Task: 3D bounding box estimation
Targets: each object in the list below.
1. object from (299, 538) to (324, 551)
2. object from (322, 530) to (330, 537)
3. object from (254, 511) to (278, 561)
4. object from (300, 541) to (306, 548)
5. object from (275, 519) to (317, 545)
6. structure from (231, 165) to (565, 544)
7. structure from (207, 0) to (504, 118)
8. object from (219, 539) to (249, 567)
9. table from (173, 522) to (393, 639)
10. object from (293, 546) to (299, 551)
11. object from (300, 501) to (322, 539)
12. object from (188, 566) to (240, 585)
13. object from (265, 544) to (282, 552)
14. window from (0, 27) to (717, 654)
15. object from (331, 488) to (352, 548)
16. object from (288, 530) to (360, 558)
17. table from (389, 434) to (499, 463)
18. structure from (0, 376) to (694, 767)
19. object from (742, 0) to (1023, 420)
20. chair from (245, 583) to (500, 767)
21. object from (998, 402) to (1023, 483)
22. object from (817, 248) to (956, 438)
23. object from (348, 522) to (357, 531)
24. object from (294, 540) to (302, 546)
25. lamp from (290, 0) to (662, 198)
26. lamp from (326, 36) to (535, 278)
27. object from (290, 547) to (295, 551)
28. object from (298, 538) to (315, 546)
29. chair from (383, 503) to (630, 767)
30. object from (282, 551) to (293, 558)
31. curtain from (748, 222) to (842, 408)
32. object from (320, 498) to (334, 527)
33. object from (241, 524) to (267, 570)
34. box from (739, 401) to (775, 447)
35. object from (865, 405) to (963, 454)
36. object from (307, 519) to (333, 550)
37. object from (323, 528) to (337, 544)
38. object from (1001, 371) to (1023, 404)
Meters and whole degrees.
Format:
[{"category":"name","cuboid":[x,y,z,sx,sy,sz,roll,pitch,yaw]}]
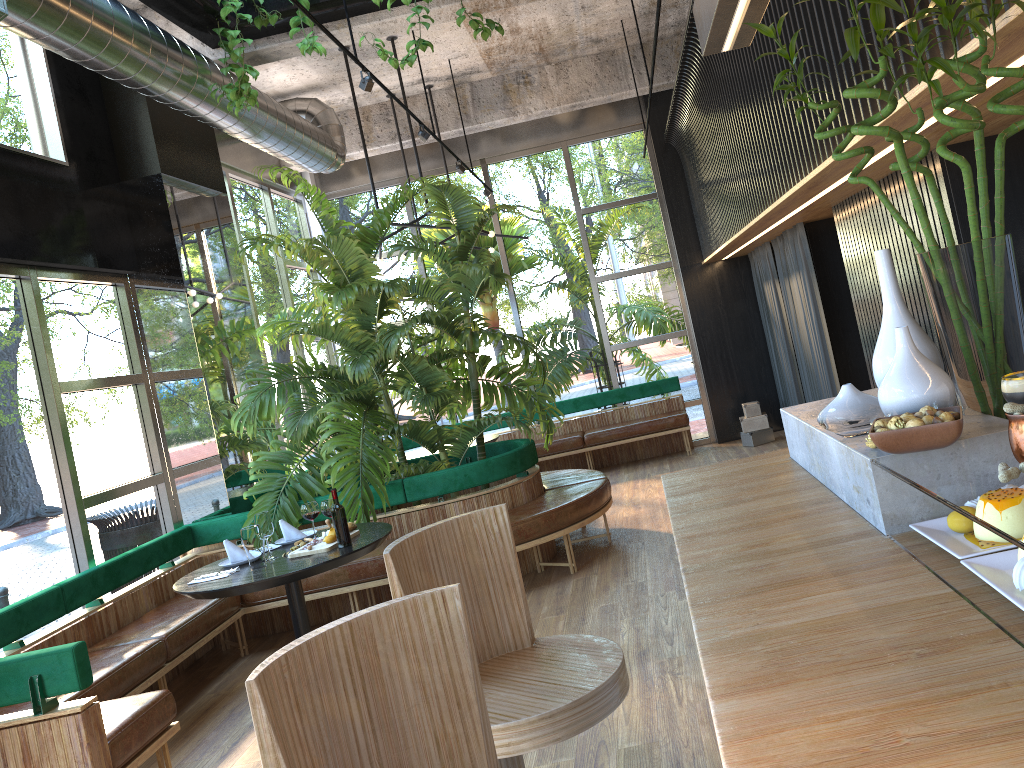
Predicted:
[{"category":"object","cuboid":[-1.040,0.834,4.657,0.100,0.013,0.225,-12,2,11]},{"category":"object","cuboid":[-0.956,0.799,4.755,0.191,0.038,0.064,-11,2,39]},{"category":"object","cuboid":[-1.274,0.788,4.598,0.095,0.245,0.090,-12,-1,-12]},{"category":"object","cuboid":[-1.117,0.857,4.740,0.032,0.032,0.037,-12,1,3]},{"category":"object","cuboid":[-1.230,0.821,5.023,0.238,0.139,0.228,-13,1,-11]},{"category":"structure","cuboid":[-0.908,-0.192,7.009,2.481,3.434,2.618,-12,0,-10]},{"category":"structure","cuboid":[-0.982,-2.597,5.576,2.066,1.515,1.484,-11,1,34]},{"category":"object","cuboid":[-1.440,0.879,4.705,0.238,0.139,0.228,-13,1,-11]},{"category":"table","cuboid":[-1.103,1.258,4.649,1.150,0.750,1.051,-13,1,-26]},{"category":"object","cuboid":[-1.130,0.864,4.649,0.032,0.031,0.041,-12,1,31]},{"category":"object","cuboid":[-1.110,0.762,4.937,0.104,0.201,0.101,-12,0,-6]},{"category":"object","cuboid":[-1.473,0.953,4.447,0.254,0.019,0.159,-12,2,4]},{"category":"object","cuboid":[-1.396,0.916,4.953,0.166,0.019,0.242,-14,3,-34]},{"category":"window","cuboid":[-1.700,-1.374,0.301,4.109,6.491,20.533,-12,2,8]},{"category":"object","cuboid":[-0.879,0.678,4.517,0.066,0.299,0.071,-12,-1,22]},{"category":"object","cuboid":[-0.981,0.837,4.658,0.233,0.019,0.362,-12,2,16]},{"category":"table","cuboid":[-0.587,0.987,8.595,1.133,0.750,1.068,-13,1,-15]},{"category":"structure","cuboid":[-0.096,0.812,0.224,5.987,1.548,20.281,-12,2,8]},{"category":"object","cuboid":[0.915,-0.553,1.962,0.637,1.548,0.617,-13,-1,44]},{"category":"chair","cuboid":[-0.067,0.897,1.502,0.568,0.968,0.527,-12,0,-20]},{"category":"object","cuboid":[0.788,0.081,1.364,0.162,0.106,0.085,-13,1,-39]},{"category":"object","cuboid":[0.845,-0.102,1.978,0.333,0.397,0.303,-12,0,-36]},{"category":"object","cuboid":[-0.887,0.783,4.851,0.058,0.072,0.210,-12,2,-2]},{"category":"object","cuboid":[-1.161,0.867,4.833,0.024,0.025,0.048,-12,1,25]},{"category":"lamp","cuboid":[-0.892,-2.178,4.836,3.772,1.531,10.089,-12,2,5]},{"category":"lamp","cuboid":[-0.443,-1.938,0.504,5.049,1.823,19.060,-12,2,8]},{"category":"object","cuboid":[-1.159,0.874,4.713,0.032,0.019,0.038,-12,2,18]},{"category":"object","cuboid":[-1.113,0.856,4.804,0.096,0.028,0.131,-11,2,21]},{"category":"chair","cuboid":[0.040,0.842,2.312,0.534,0.968,0.561,-12,0,15]},{"category":"object","cuboid":[-1.169,0.883,4.610,0.062,0.013,0.148,-12,2,2]},{"category":"curtain","cuboid":[2.630,-0.372,8.313,0.121,2.057,3.301,-12,1,8]},{"category":"object","cuboid":[-0.990,0.737,4.890,0.104,0.201,0.101,-12,0,-6]},{"category":"object","cuboid":[-1.285,0.816,4.429,0.100,0.209,0.111,-13,-1,40]},{"category":"box","cuboid":[2.592,0.418,9.486,0.336,0.442,0.277,-12,0,-6]},{"category":"object","cuboid":[0.782,0.085,1.736,0.187,0.073,0.234,-11,2,25]},{"category":"object","cuboid":[-0.990,0.770,4.563,0.143,0.124,0.097,-12,0,-14]},{"category":"object","cuboid":[-0.944,0.787,4.652,0.099,0.064,0.163,-13,2,-23]},{"category":"object","cuboid":[0.717,0.093,1.111,0.207,0.134,0.819,-12,2,14]}]
